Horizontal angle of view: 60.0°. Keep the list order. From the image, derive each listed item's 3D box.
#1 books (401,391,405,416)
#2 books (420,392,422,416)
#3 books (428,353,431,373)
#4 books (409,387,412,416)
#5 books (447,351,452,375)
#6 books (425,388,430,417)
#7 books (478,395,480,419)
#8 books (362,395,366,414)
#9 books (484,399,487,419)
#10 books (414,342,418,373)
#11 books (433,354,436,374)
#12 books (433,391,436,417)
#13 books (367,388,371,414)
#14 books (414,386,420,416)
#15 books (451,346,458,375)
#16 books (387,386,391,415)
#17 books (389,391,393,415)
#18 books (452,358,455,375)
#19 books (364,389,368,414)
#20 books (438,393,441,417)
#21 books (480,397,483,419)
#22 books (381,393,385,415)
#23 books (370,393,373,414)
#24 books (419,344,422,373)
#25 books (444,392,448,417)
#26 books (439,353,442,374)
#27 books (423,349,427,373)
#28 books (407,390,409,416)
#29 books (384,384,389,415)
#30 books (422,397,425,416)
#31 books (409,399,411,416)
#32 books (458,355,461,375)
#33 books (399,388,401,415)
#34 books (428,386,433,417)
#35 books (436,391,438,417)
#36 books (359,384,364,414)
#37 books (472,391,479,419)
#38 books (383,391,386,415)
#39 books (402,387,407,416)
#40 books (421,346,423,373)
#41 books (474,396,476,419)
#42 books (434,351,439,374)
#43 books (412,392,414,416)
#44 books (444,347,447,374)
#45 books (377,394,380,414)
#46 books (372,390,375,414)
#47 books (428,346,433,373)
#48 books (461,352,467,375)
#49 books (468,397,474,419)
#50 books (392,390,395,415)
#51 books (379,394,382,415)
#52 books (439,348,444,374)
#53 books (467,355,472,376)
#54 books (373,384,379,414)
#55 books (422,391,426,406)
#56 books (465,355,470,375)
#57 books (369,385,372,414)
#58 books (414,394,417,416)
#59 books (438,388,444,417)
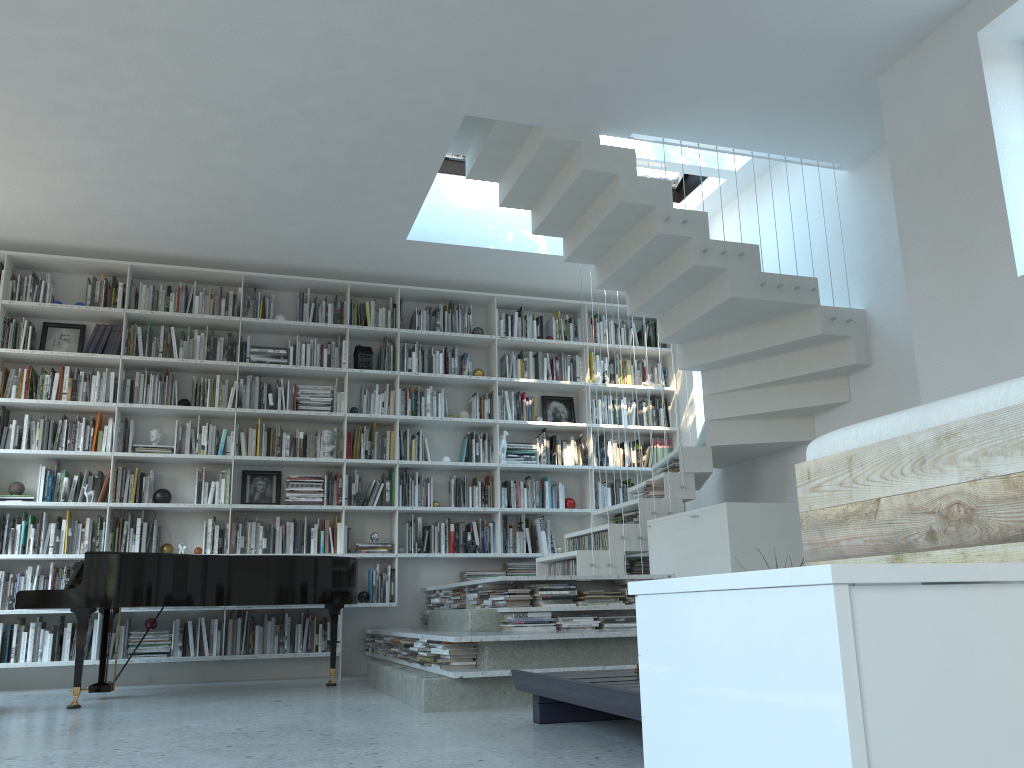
[{"bbox_3d":[-0.925,0.194,7.418,0.030,0.241,0.138,3,-15,-17],"label":"books"},{"bbox_3d":[-0.782,0.198,7.437,0.022,0.237,0.165,3,-15,-17],"label":"books"},{"bbox_3d":[-0.716,-0.140,7.569,0.028,0.223,0.142,3,-15,-17],"label":"books"},{"bbox_3d":[-0.860,0.180,7.451,0.014,0.283,0.135,3,-15,-17],"label":"books"},{"bbox_3d":[-0.553,-0.143,7.599,0.030,0.237,0.186,3,-15,-17],"label":"books"},{"bbox_3d":[-0.720,0.187,7.450,0.030,0.262,0.182,3,-15,-17],"label":"books"},{"bbox_3d":[-0.302,0.226,7.601,0.016,0.243,0.152,3,-15,-17],"label":"books"},{"bbox_3d":[-1.225,0.199,7.292,0.028,0.185,0.181,3,-15,-17],"label":"books"},{"bbox_3d":[-0.248,0.248,7.607,0.013,0.201,0.174,3,-15,-17],"label":"books"},{"bbox_3d":[-0.821,-0.191,7.527,0.014,0.306,0.153,3,-15,-17],"label":"books"},{"bbox_3d":[-0.677,-0.136,7.575,0.025,0.216,0.144,3,-15,-17],"label":"books"},{"bbox_3d":[-0.671,0.201,7.474,0.025,0.244,0.184,3,-15,-17],"label":"books"},{"bbox_3d":[-1.195,0.173,7.325,0.028,0.249,0.165,3,-15,-17],"label":"books"},{"bbox_3d":[-0.798,0.175,7.431,0.014,0.279,0.178,3,-15,-17],"label":"books"},{"bbox_3d":[-0.496,-0.165,7.613,0.029,0.284,0.184,3,-15,-17],"label":"books"},{"bbox_3d":[-1.036,0.167,7.372,0.025,0.276,0.173,3,-15,-17],"label":"books"},{"bbox_3d":[-1.015,0.188,7.356,0.028,0.229,0.177,3,-15,-17],"label":"books"},{"bbox_3d":[-0.526,-0.113,7.605,0.027,0.181,0.176,3,-15,-17],"label":"books"},{"bbox_3d":[-1.213,0.177,7.324,0.024,0.242,0.159,3,-15,-17],"label":"books"},{"bbox_3d":[-0.628,0.211,7.492,0.021,0.231,0.183,3,-15,-17],"label":"books"},{"bbox_3d":[-0.276,0.236,7.609,0.016,0.227,0.160,3,-15,-17],"label":"books"},{"bbox_3d":[-1.083,0.195,7.343,0.029,0.210,0.158,3,-15,-17],"label":"books"},{"bbox_3d":[-1.170,0.195,7.328,0.023,0.206,0.171,3,-15,-17],"label":"books"},{"bbox_3d":[-0.789,-0.180,7.550,0.021,0.295,0.139,3,-14,-17],"label":"books"},{"bbox_3d":[-0.573,0.207,7.523,0.034,0.253,0.161,3,-15,-17],"label":"books"},{"bbox_3d":[-0.626,-0.136,7.563,0.021,0.208,0.181,3,-15,-17],"label":"books"},{"bbox_3d":[-0.749,-0.156,7.538,0.027,0.241,0.160,3,-15,-17],"label":"books"},{"bbox_3d":[-0.884,0.188,7.410,0.014,0.247,0.177,3,-15,-17],"label":"books"},{"bbox_3d":[-1.052,0.159,7.371,0.028,0.292,0.155,3,-15,-17],"label":"books"},{"bbox_3d":[-0.762,0.223,7.447,0.025,0.193,0.171,3,-15,-17],"label":"books"},{"bbox_3d":[-0.870,0.226,7.418,0.021,0.178,0.137,3,-15,-17],"label":"books"},{"bbox_3d":[-0.472,-0.125,7.627,0.030,0.212,0.157,3,-15,-17],"label":"books"},{"bbox_3d":[-0.958,0.182,7.385,0.028,0.250,0.190,3,-15,-17],"label":"books"},{"bbox_3d":[-0.701,0.179,7.486,0.027,0.294,0.160,3,-15,-17],"label":"books"},{"bbox_3d":[-0.654,0.199,7.502,0.024,0.261,0.134,3,-15,-17],"label":"books"},{"bbox_3d":[-1.245,0.155,7.321,0.018,0.284,0.160,3,-15,-17],"label":"books"},{"bbox_3d":[-0.314,0.211,7.589,0.015,0.267,0.164,3,-15,-17],"label":"books"},{"bbox_3d":[-1.067,0.187,7.357,0.024,0.233,0.150,3,-15,-17],"label":"books"},{"bbox_3d":[-0.903,0.177,7.425,0.014,0.278,0.154,3,-15,-17],"label":"books"},{"bbox_3d":[-0.775,-0.168,7.559,0.012,0.276,0.133,3,-15,-17],"label":"books"},{"bbox_3d":[-0.330,0.230,7.592,0.012,0.231,0.154,3,-15,-17],"label":"books"},{"bbox_3d":[-0.651,-0.147,7.573,0.023,0.236,0.149,3,-15,-17],"label":"books"},{"bbox_3d":[-0.841,0.199,7.431,0.013,0.235,0.158,3,-15,-17],"label":"books"},{"bbox_3d":[-0.579,-0.163,7.615,0.012,0.284,0.160,3,-15,-17],"label":"books"},{"bbox_3d":[-1.119,0.200,7.326,0.024,0.194,0.173,3,-15,-17],"label":"books"},{"bbox_3d":[-1.155,0.181,7.331,0.023,0.235,0.179,3,-15,-17],"label":"books"},{"bbox_3d":[-0.696,-0.169,7.579,0.013,0.283,0.155,3,-15,-17],"label":"books"},{"bbox_3d":[-0.428,-0.137,7.631,0.054,0.235,0.172,3,-15,-17],"label":"books"},{"bbox_3d":[-0.349,0.236,7.590,0.015,0.219,0.140,3,-15,-17],"label":"books"},{"bbox_3d":[-1.001,0.188,7.377,0.026,0.237,0.173,3,-15,-17],"label":"books"},{"bbox_3d":[-1.102,0.201,7.334,0.027,0.196,0.185,3,-15,-17],"label":"books"},{"bbox_3d":[-0.604,-0.158,7.592,0.012,0.264,0.156,3,-15,-17],"label":"books"},{"bbox_3d":[-0.379,-0.124,7.672,0.026,0.228,0.141,3,-15,-17],"label":"books"},{"bbox_3d":[-1.132,0.157,7.320,0.028,0.274,0.187,3,-15,-17],"label":"books"},{"bbox_3d":[-0.747,0.195,7.466,0.011,0.256,0.131,3,-15,-17],"label":"books"},{"bbox_3d":[-0.409,-0.124,7.644,0.048,0.216,0.182,3,-15,-17],"label":"books"},{"bbox_3d":[-1.182,0.162,7.334,0.019,0.274,0.146,3,-15,-17],"label":"books"},{"bbox_3d":[-0.823,0.210,7.436,0.026,0.215,0.162,3,-15,-17],"label":"books"},{"bbox_3d":[-0.603,0.190,7.493,0.024,0.271,0.170,3,-15,-17],"label":"books"}]
